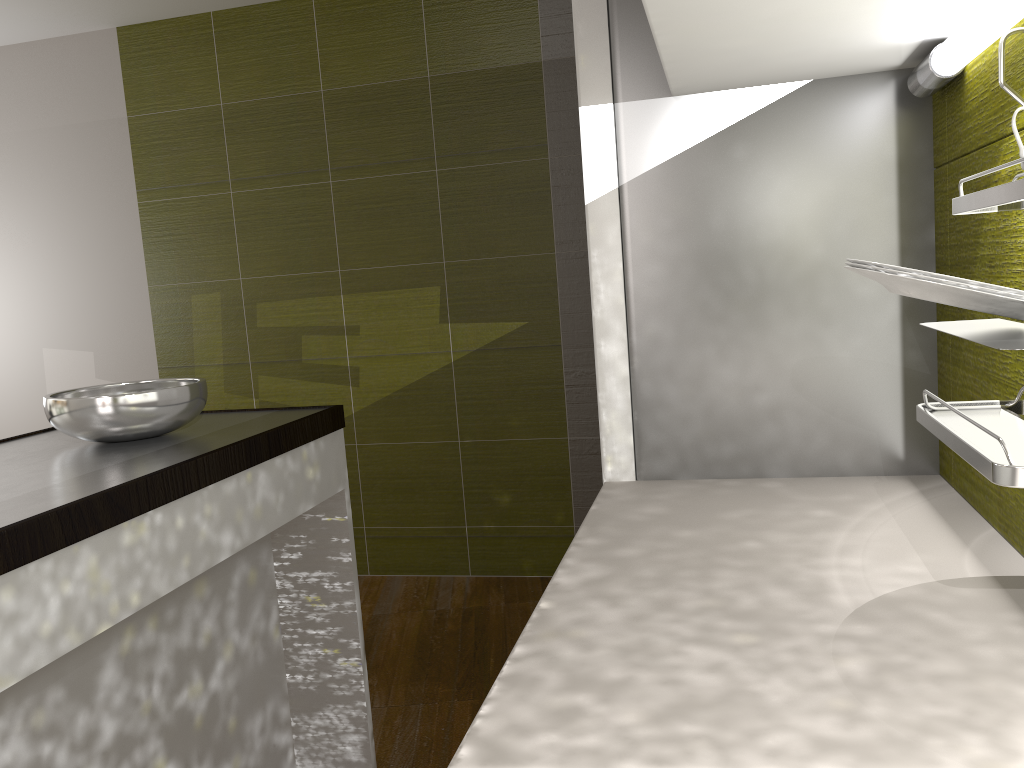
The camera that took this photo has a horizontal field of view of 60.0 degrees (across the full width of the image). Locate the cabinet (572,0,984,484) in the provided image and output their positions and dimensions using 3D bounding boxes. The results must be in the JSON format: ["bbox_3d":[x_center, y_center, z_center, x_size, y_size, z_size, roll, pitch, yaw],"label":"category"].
[{"bbox_3d":[0.209,0.328,0.092,0.724,2.089,3.471,-3,7,14],"label":"cabinet"}]

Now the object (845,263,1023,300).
[{"bbox_3d":[0.362,-0.078,0.716,0.173,0.052,0.181,-3,7,14],"label":"object"}]

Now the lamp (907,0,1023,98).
[{"bbox_3d":[0.438,-0.335,0.774,0.041,0.041,0.715,-3,7,14],"label":"lamp"}]

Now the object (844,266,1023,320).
[{"bbox_3d":[0.362,-0.075,0.716,0.173,0.052,0.181,-3,7,14],"label":"object"}]

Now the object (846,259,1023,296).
[{"bbox_3d":[0.363,-0.081,0.715,0.173,0.052,0.181,-3,7,14],"label":"object"}]

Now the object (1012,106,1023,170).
[{"bbox_3d":[0.375,-0.164,0.604,0.051,0.053,0.046,2,10,45],"label":"object"}]

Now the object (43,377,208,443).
[{"bbox_3d":[-0.791,0.059,1.837,0.311,0.105,0.311,-1,8,27],"label":"object"}]

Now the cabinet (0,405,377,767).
[{"bbox_3d":[-1.017,0.818,0.809,0.663,1.134,2.947,-3,7,14],"label":"cabinet"}]

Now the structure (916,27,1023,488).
[{"bbox_3d":[0.380,-0.109,0.656,0.110,0.346,0.266,-3,7,14],"label":"structure"}]
